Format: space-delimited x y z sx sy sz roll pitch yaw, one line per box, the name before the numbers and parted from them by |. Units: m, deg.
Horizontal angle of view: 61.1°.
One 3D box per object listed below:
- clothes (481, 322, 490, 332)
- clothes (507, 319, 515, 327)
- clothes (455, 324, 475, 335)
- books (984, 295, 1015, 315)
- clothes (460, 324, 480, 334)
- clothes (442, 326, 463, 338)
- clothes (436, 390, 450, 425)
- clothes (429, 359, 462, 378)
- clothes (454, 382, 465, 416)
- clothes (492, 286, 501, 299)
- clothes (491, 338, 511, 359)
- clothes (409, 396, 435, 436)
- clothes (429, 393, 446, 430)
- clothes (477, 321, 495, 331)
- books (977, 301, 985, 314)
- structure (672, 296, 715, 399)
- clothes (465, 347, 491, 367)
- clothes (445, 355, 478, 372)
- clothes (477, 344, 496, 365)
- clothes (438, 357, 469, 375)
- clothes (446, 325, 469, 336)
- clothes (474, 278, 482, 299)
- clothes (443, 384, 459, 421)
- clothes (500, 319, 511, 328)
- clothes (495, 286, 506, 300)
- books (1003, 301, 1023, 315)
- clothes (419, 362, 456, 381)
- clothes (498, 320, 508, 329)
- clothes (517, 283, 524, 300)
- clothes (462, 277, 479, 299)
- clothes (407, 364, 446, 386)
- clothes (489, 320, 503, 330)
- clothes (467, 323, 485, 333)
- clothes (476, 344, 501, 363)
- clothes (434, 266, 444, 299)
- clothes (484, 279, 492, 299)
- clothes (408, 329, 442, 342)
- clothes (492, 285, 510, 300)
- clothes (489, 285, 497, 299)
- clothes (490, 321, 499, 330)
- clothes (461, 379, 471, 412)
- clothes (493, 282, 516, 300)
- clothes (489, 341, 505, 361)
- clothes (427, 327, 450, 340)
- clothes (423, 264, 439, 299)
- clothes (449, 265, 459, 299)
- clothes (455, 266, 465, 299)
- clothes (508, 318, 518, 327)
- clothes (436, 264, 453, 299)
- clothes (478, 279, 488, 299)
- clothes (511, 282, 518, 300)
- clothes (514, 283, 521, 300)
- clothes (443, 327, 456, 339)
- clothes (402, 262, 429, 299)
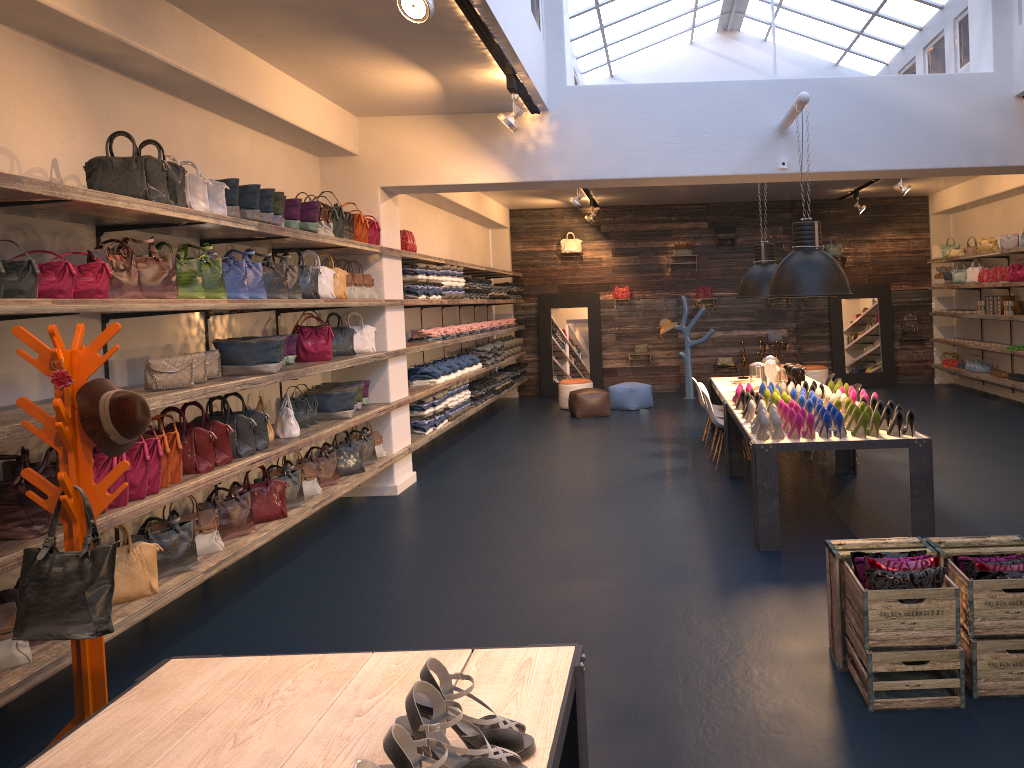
clothes | -0.514 -0.846 13.029 0.331 0.159 0.338 0 5 26
clothes | -0.145 -1.060 15.237 0.331 0.159 0.338 0 5 26
clothes | -0.680 -0.743 11.900 0.321 0.154 0.352 -2 5 0
books | 7.565 -1.225 13.467 0.237 0.287 0.647 -2 5 7
clothes | -0.638 -0.774 12.288 0.331 0.159 0.338 0 5 26
clothes | -0.804 -0.671 11.158 0.321 0.154 0.352 -2 5 0
clothes | -0.880 0.268 10.054 0.247 0.410 0.329 -2 3 13
clothes | -0.870 -0.186 10.762 0.421 0.240 0.434 -2 4 5
clothes | -0.755 0.183 10.756 0.257 0.455 0.349 -1 3 19
clothes | -0.398 -1.440 13.564 0.415 0.251 0.349 -2 4 2
clothes | -0.212 -0.592 14.316 0.327 0.341 0.405 -1 4 12
clothes | -0.994 0.334 9.373 0.247 0.410 0.329 -2 3 13
clothes | -0.909 0.300 9.722 0.247 0.410 0.329 -2 3 13
clothes | -0.435 -0.885 13.363 0.321 0.154 0.352 -2 5 0
books | 7.615 -1.231 13.943 0.178 0.209 0.323 -2 4 8
structure | 3.123 -0.651 15.230 0.897 1.804 0.186 -1 2 30
clothes | -0.484 -0.388 12.461 0.381 0.302 0.345 -3 4 -7
clothes | -0.728 -0.269 11.618 0.402 0.240 0.452 0 5 21
clothes | -0.431 -0.432 12.840 0.399 0.317 0.351 -3 4 -9
clothes | -0.801 -0.225 11.174 0.421 0.240 0.434 -2 4 5
clothes | -0.758 -0.704 11.566 0.331 0.159 0.338 0 5 26
clothes | -0.596 -1.313 12.011 0.373 0.298 0.315 -2 4 -6
clothes | -0.810 0.215 10.428 0.257 0.455 0.349 -1 3 19
clothes | -0.187 -1.029 14.849 0.321 0.154 0.352 -2 5 0
clothes | -0.329 -1.480 13.982 0.401 0.251 0.361 -1 4 14
books | 7.495 -1.137 12.975 0.180 0.212 0.334 -2 4 7
clothes | -0.938 -0.146 10.360 0.402 0.240 0.452 0 5 21
clothes | -0.266 -0.990 14.515 0.331 0.159 0.338 0 5 26
clothes | 0.028 -1.675 15.745 0.343 0.298 0.316 -1 4 11
clothes | -0.640 -1.282 11.684 0.364 0.298 0.333 -2 4 7
clothes | -1.011 -0.103 9.915 0.421 0.240 0.434 -2 4 5
clothes | -0.314 -0.955 14.086 0.321 0.154 0.352 -2 5 0
clothes | -0.559 -0.813 12.623 0.321 0.154 0.352 -2 5 0
clothes | -0.352 -0.465 13.253 0.381 0.302 0.345 -3 4 -7
clothes | -0.951 -1.171 10.009 0.247 0.410 0.329 -2 3 13
clothes | -0.486 -1.377 12.668 0.343 0.298 0.316 -1 4 11
clothes | -1.003 -0.562 10.100 0.331 0.159 0.338 0 5 26
clothes | -0.261 -1.519 14.379 0.415 0.251 0.349 -2 4 2
clothes | -0.466 -1.401 13.167 0.401 0.251 0.361 -1 4 14
clothes | -0.393 -0.916 13.751 0.331 0.159 0.338 0 5 26
clothes | -0.695 0.148 11.118 0.257 0.455 0.349 -1 3 19
clothes | -0.125 -1.580 14.761 0.364 0.298 0.333 -2 4 7
clothes | -0.299 -0.509 13.632 0.399 0.317 0.351 -3 4 -9
clothes | -0.924 -0.601 10.435 0.321 0.154 0.352 -2 5 0
clothes | -0.980 -1.140 9.678 0.247 0.410 0.329 -2 3 13
clothes | -0.826 -1.256 10.712 0.257 0.455 0.349 -1 3 19
clothes | -0.766 -1.292 11.074 0.257 0.455 0.349 -1 3 19
clothes | -0.066 -1.099 15.572 0.321 0.154 0.352 -2 5 0
clothes | -0.881 -1.225 10.384 0.257 0.455 0.349 -1 3 19
clothes | -0.541 -1.345 12.339 0.349 0.298 0.310 -2 4 5
clothes | -0.081 -1.612 15.089 0.373 0.298 0.315 -2 4 -6
clothes | -0.027 -1.644 15.416 0.349 0.298 0.310 -2 4 5
clothes | -0.882 -0.632 10.823 0.331 0.159 0.338 0 5 26
clothes | -1.064 -1.105 9.329 0.247 0.410 0.329 -2 3 13
